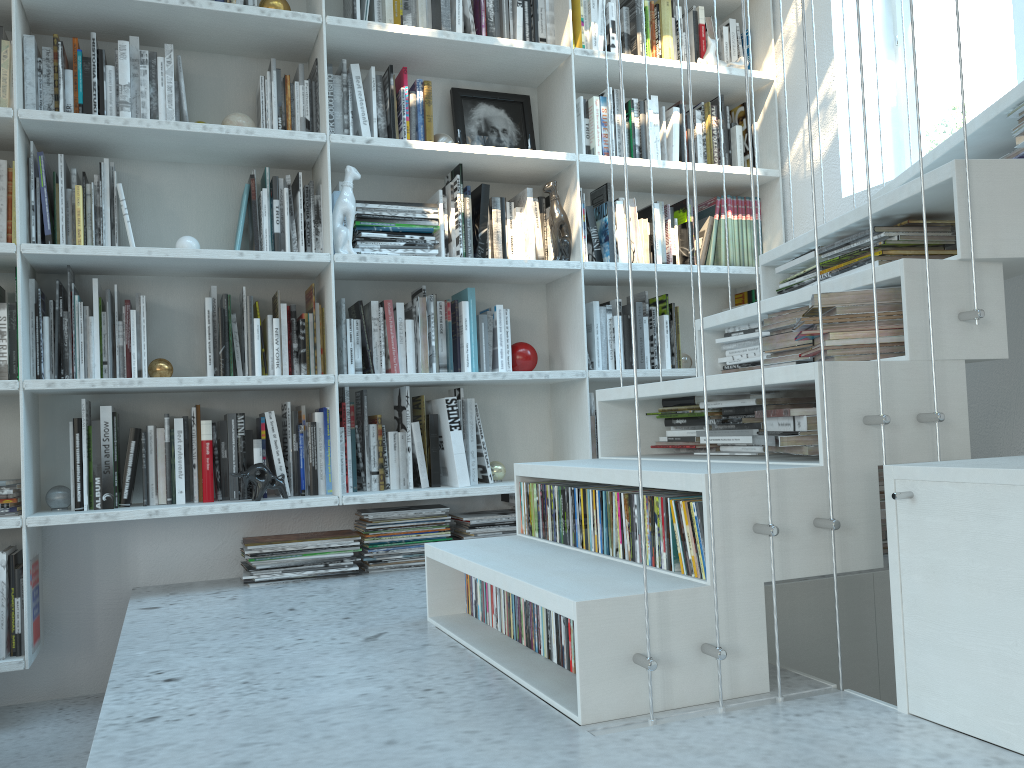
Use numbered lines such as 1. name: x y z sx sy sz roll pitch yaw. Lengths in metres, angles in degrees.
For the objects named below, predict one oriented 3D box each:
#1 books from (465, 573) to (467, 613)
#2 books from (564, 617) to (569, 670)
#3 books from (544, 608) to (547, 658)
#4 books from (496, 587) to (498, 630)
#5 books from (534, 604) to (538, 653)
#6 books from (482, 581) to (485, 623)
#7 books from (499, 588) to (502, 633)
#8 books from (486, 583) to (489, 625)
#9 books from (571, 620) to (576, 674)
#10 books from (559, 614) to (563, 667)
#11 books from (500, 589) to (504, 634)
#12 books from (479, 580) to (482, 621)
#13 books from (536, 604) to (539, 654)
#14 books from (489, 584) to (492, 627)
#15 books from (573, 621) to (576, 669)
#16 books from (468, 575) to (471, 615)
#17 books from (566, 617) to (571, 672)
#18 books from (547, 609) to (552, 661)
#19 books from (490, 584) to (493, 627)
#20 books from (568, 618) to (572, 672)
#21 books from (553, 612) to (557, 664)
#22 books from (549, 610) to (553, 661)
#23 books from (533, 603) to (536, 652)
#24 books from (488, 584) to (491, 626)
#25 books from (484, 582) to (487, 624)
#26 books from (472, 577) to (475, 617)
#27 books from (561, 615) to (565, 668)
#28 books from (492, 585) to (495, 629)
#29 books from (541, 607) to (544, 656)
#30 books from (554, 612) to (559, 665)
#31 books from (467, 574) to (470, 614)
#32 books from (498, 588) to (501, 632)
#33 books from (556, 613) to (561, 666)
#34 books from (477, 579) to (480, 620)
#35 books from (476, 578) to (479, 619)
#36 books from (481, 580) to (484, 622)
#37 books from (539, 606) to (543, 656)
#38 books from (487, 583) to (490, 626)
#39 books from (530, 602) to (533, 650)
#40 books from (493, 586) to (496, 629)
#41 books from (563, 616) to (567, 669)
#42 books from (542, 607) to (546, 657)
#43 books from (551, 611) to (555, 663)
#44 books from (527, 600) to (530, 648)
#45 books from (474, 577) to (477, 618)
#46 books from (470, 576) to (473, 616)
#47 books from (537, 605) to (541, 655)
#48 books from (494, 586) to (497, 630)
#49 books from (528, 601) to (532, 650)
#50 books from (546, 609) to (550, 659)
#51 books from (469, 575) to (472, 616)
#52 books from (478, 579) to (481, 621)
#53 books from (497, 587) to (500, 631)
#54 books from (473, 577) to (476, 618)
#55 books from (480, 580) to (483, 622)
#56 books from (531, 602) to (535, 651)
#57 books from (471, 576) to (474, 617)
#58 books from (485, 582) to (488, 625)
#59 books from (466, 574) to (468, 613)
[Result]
1. books: -0.051 0.476 2.115 0.125 0.125 0.007 -1 -2 -21
2. books: 0.153 0.440 1.585 0.125 0.125 0.007 -1 -2 -21
3. books: 0.120 0.446 1.671 0.125 0.125 0.007 -1 -2 -21
4. books: 0.025 0.462 1.916 0.125 0.125 0.007 -1 -2 -21
5. books: 0.103 0.448 1.714 0.125 0.125 0.008 -1 -2 -21
6. books: -0.005 0.468 1.995 0.125 0.125 0.008 -1 -2 -21
7. books: 0.033 0.461 1.895 0.125 0.125 0.009 -1 -2 -21
8. books: 0.003 0.466 1.974 0.125 0.125 0.007 -1 -2 -21
9. books: 0.162 0.438 1.561 0.125 0.125 0.010 -1 -2 -21
10. books: 0.145 0.441 1.606 0.125 0.125 0.008 -1 -2 -21
11. books: 0.036 0.460 1.888 0.125 0.125 0.008 -1 -2 -21
12. books: -0.014 0.469 2.016 0.125 0.125 0.007 -1 -2 -21
13. books: 0.106 0.448 1.707 0.125 0.125 0.010 -1 -2 -21
14. books: 0.011 0.465 1.953 0.125 0.125 0.008 -1 -2 -21
15. books: 0.166 0.437 1.551 0.125 0.125 0.010 -1 -2 -21
16. books: -0.043 0.474 2.092 0.125 0.125 0.010 -1 -2 -21
17. books: 0.156 0.439 1.578 0.125 0.125 0.008 -1 -2 -21
18. books: 0.126 0.444 1.655 0.125 0.125 0.011 -1 -2 -21
19. books: 0.014 0.464 1.946 0.125 0.125 0.008 -1 -2 -21
20. books: 0.159 0.439 1.570 0.125 0.125 0.008 -1 -2 -21
21. books: 0.135 0.443 1.632 0.125 0.125 0.008 -1 -2 -21
22. books: 0.129 0.444 1.648 0.125 0.125 0.011 -1 -2 -21
23. books: 0.100 0.449 1.722 0.125 0.125 0.008 -1 -2 -21
24. books: 0.008 0.465 1.960 0.125 0.125 0.007 -1 -2 -21
25. books: -0.003 0.467 1.988 0.125 0.125 0.008 -1 -2 -21
26. books: -0.031 0.472 2.062 0.125 0.125 0.008 -1 -2 -21
27. books: 0.148 0.441 1.598 0.125 0.125 0.007 -1 -2 -21
28. books: 0.016 0.464 1.939 0.125 0.125 0.007 -1 -2 -21
29. books: 0.115 0.447 1.685 0.125 0.125 0.008 -1 -2 -21
30. books: 0.138 0.442 1.625 0.125 0.125 0.010 -1 -2 -21
31. books: -0.046 0.475 2.101 0.125 0.125 0.008 -1 -2 -21
32. books: 0.031 0.461 1.902 0.125 0.125 0.008 -1 -2 -21
33. books: 0.141 0.442 1.617 0.125 0.125 0.012 -1 -2 -21
34. books: -0.019 0.470 2.031 0.125 0.125 0.009 -1 -2 -21
35. books: -0.022 0.471 2.039 0.125 0.125 0.007 -1 -2 -21
36. books: -0.008 0.468 2.003 0.125 0.125 0.008 -1 -2 -21
37. books: 0.112 0.447 1.692 0.125 0.125 0.008 -1 -2 -21
38. books: 0.006 0.466 1.966 0.125 0.125 0.007 -1 -2 -21
39. books: 0.095 0.450 1.736 0.125 0.125 0.008 -1 -2 -21
40. books: 0.019 0.463 1.932 0.125 0.125 0.008 -1 -2 -21
41. books: 0.150 0.440 1.592 0.125 0.125 0.007 -1 -2 -21
42. books: 0.117 0.446 1.678 0.125 0.125 0.008 -1 -2 -21
43. books: 0.132 0.443 1.640 0.125 0.125 0.008 -1 -2 -21
44. books: 0.089 0.451 1.750 0.125 0.125 0.008 -1 -2 -21
45. books: -0.025 0.471 2.047 0.125 0.125 0.010 -1 -2 -21
46. books: -0.036 0.473 2.076 0.125 0.125 0.007 -1 -2 -21
47. books: 0.109 0.448 1.700 0.125 0.125 0.010 -1 -2 -21
48. books: 0.022 0.463 1.924 0.125 0.125 0.009 -1 -2 -21
49. books: 0.092 0.450 1.743 0.125 0.125 0.008 -1 -2 -21
50. books: 0.123 0.445 1.664 0.125 0.125 0.008 -1 -2 -21
51. books: -0.039 0.474 2.083 0.125 0.125 0.009 -1 -2 -21
52. books: -0.017 0.470 2.024 0.125 0.125 0.009 -1 -2 -21
53. books: 0.028 0.462 1.909 0.125 0.125 0.007 -1 -2 -21
54. books: -0.028 0.472 2.055 0.125 0.125 0.008 -1 -2 -21
55. books: -0.011 0.469 2.009 0.125 0.125 0.008 -1 -2 -21
56. books: 0.098 0.450 1.729 0.125 0.125 0.007 -1 -2 -21
57. books: -0.034 0.473 2.069 0.125 0.125 0.007 -1 -2 -21
58. books: 0.000 0.467 1.980 0.125 0.125 0.008 -1 -2 -21
59. books: -0.049 0.475 2.107 0.125 0.125 0.008 -1 -2 -21
